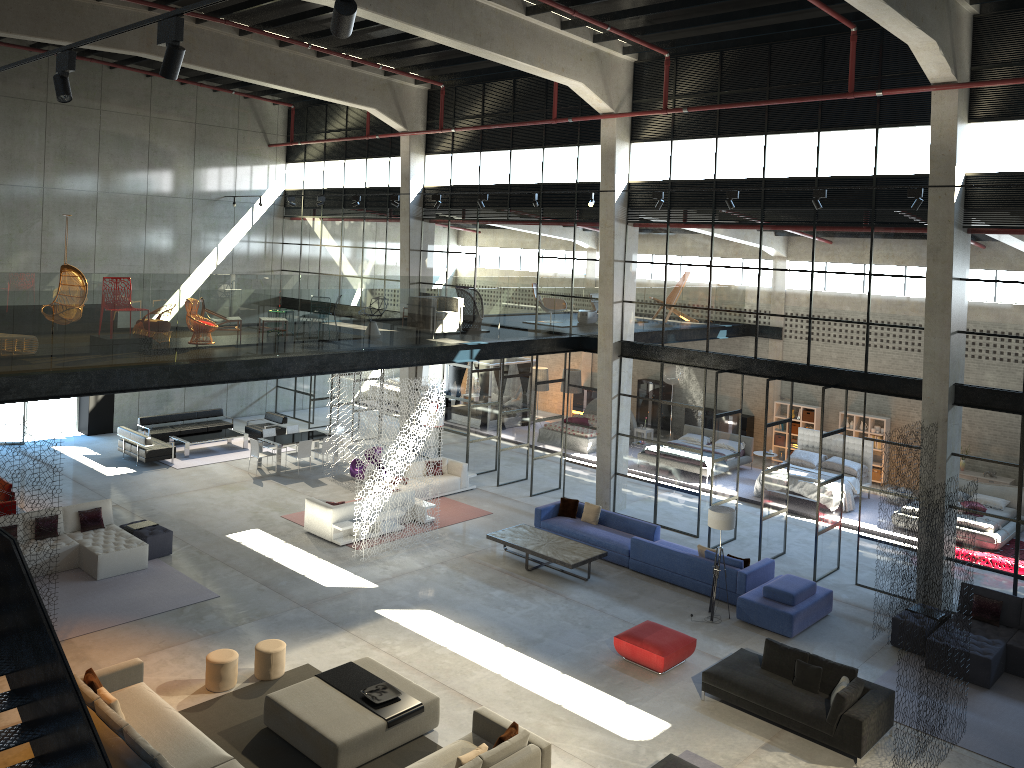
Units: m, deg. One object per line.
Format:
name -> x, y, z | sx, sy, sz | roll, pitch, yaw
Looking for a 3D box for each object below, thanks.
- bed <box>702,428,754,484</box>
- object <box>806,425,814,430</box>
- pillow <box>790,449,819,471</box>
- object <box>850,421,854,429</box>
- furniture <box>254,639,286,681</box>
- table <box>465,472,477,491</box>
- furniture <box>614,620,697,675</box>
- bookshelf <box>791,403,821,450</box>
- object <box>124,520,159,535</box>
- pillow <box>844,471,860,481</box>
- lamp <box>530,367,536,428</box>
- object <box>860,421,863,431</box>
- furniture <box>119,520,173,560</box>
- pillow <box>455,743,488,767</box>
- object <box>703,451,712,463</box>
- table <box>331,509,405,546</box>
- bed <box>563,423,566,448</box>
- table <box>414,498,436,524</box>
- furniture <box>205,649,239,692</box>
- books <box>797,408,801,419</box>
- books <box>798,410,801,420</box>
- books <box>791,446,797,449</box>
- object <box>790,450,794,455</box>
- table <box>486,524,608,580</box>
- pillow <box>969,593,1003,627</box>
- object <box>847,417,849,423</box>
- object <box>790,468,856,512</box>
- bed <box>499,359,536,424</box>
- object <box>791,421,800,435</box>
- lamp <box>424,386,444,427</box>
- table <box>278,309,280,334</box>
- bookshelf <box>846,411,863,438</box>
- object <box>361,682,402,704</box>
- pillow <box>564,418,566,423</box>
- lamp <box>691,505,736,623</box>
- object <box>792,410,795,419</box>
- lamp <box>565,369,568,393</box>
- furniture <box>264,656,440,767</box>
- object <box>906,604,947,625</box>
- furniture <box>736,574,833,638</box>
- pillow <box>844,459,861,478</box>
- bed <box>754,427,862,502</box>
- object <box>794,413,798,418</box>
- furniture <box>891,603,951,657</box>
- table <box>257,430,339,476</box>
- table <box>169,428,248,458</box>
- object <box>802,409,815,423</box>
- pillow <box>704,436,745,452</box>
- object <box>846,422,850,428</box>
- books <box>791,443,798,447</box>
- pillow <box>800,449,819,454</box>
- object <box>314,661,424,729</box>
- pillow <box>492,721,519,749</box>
bed -> 4.951, 1.830, 23.546 | 2.274, 0.865, 2.400 | 10, 11, 42
object -> 8.304, 1.233, 24.367 | 0.262, 0.133, 0.058 | 9, 6, 43
pillow -> 7.314, 1.891, 21.845 | 0.666, 0.372, 1.035 | -4, 10, -43
object -> 9.130, 1.090, 23.564 | 0.099, 0.203, 0.100 | 2, 2, -19
furniture -> -3.211, 3.655, 11.644 | 0.402, 0.399, 0.402 | 6, 6, 32
table -> -1.278, 2.280, 21.103 | 0.908, 0.368, 0.300 | 10, 8, 43
furniture -> 2.047, 3.754, 12.550 | 0.861, 0.375, 0.856 | 9, 10, 42
bookshelf -> 7.977, 1.442, 24.651 | 1.248, 1.753, 0.329 | 6, 3, 43
object -> -6.740, 2.612, 15.984 | 0.302, 0.099, 0.520 | 9, 11, 37
pillow -> 8.115, 2.072, 21.334 | 0.967, 0.329, 0.717 | 10, 11, 43
lamp -> 0.884, 0.449, 27.897 | 0.801, 1.919, 0.685 | 2, 2, -5
object -> 9.351, 1.114, 23.323 | 0.165, 0.250, 0.167 | 2, 3, -2
furniture -> -6.638, 2.813, 15.898 | 0.966, 0.453, 0.510 | 8, 8, 38
pillow -> -0.440, 3.861, 8.839 | 0.208, 0.380, 0.402 | 5, 5, 44
object -> 4.545, 1.874, 23.095 | 2.128, 0.246, 0.720 | 11, 11, 43
table -> -2.802, 2.818, 17.224 | 0.302, 0.367, 1.573 | 6, 9, 43
bed -> 2.247, 1.107, 26.106 | 2.046, 1.275, 2.345 | 9, 9, 43
table -> -2.128, 2.632, 18.602 | 1.211, 0.368, 0.300 | 10, 8, 43
furniture -> -3.740, 3.685, 11.304 | 0.400, 0.399, 0.404 | 0, 6, -32
books -> 8.094, 0.829, 24.587 | 0.087, 0.319, 0.253 | 4, 3, 43
books -> 8.118, 0.834, 24.564 | 0.087, 0.319, 0.253 | 4, 3, 43
books -> 7.973, 1.760, 24.668 | 0.311, 0.055, 0.230 | 10, 12, 42
object -> 7.941, 2.054, 24.646 | 0.326, 0.296, 0.324 | 7, 7, 43
table -> 0.614, 3.122, 16.137 | 2.080, 0.397, 1.029 | 10, 11, 43
pillow -> 7.228, 3.449, 13.375 | 0.416, 0.343, 0.235 | 8, 6, 44
object -> 9.047, 1.031, 23.713 | 0.094, 0.262, 0.095 | 3, 2, 4
object -> 6.949, 2.422, 20.799 | 0.652, 0.655, 2.299 | -2, 9, -44
bed -> -0.719, 0.209, 28.468 | 2.264, 2.072, 2.316 | 7, 7, 43
object -> 7.983, 1.232, 24.633 | 0.326, 0.296, 0.324 | 7, 7, 43
lamp -> -1.691, 0.353, 19.214 | 0.439, 1.098, 0.442 | 1, 2, -39
table -> -4.651, -1.239, 17.649 | 0.393, 0.515, 0.414 | 4, 4, 18
bookshelf -> 9.355, 1.700, 23.370 | 1.248, 1.753, 0.329 | 6, 3, 43
object -> -1.554, 3.681, 10.425 | 0.386, 0.036, 0.389 | -6, 12, -43
pillow -> 1.897, 1.089, 25.920 | 0.879, 0.211, 0.635 | 6, 9, 22
lamp -> 3.260, 2.895, 14.021 | 0.431, 1.739, 0.668 | 3, 2, 40
object -> 7.867, 0.845, 24.636 | 0.155, 0.247, 0.154 | 5, 4, 34
lamp -> 1.918, 0.513, 27.773 | 0.801, 1.919, 0.685 | 2, 2, -5
furniture -> -1.896, 3.901, 10.440 | 1.460, 0.397, 1.540 | 10, 11, 42
object -> 6.405, 3.565, 13.581 | 0.301, 0.099, 0.522 | -5, 11, -41
furniture -> 4.441, 3.474, 14.233 | 0.957, 0.552, 1.540 | 9, 10, 42
pillow -> 8.063, 1.982, 21.281 | 0.693, 0.290, 0.987 | -5, 11, -44
bed -> 7.285, 2.043, 21.152 | 2.235, 1.412, 2.321 | 8, 9, 42
object -> 8.009, 0.898, 24.709 | 0.185, 0.131, 0.186 | 3, 6, 6
furniture -> 6.292, 3.757, 13.488 | 0.961, 0.453, 0.513 | -4, 8, -42
table -> -5.418, 1.724, 22.247 | 0.907, 0.754, 1.806 | 8, 9, 42
table -> -8.129, 1.577, 23.547 | 0.908, 0.406, 1.806 | 9, 11, 42
object -> 8.291, 0.885, 24.357 | 0.326, 0.296, 0.324 | 7, 7, 43
pillow -> 5.425, 1.616, 24.123 | 1.943, 0.311, 0.549 | 10, 10, 42
object -> 9.015, 1.105, 23.582 | 0.110, 0.156, 0.110 | 0, 4, -36
books -> 7.975, 1.704, 24.667 | 0.284, 0.055, 0.230 | 10, 12, 42
pillow -> 7.592, 1.877, 22.003 | 1.061, 0.321, 0.490 | 10, 10, 42
object -> -1.745, 3.717, 10.592 | 1.485, 0.086, 0.536 | 11, 12, 43
pillow -> -0.098, 3.814, 9.266 | 0.260, 0.370, 0.401 | 4, 5, 21
